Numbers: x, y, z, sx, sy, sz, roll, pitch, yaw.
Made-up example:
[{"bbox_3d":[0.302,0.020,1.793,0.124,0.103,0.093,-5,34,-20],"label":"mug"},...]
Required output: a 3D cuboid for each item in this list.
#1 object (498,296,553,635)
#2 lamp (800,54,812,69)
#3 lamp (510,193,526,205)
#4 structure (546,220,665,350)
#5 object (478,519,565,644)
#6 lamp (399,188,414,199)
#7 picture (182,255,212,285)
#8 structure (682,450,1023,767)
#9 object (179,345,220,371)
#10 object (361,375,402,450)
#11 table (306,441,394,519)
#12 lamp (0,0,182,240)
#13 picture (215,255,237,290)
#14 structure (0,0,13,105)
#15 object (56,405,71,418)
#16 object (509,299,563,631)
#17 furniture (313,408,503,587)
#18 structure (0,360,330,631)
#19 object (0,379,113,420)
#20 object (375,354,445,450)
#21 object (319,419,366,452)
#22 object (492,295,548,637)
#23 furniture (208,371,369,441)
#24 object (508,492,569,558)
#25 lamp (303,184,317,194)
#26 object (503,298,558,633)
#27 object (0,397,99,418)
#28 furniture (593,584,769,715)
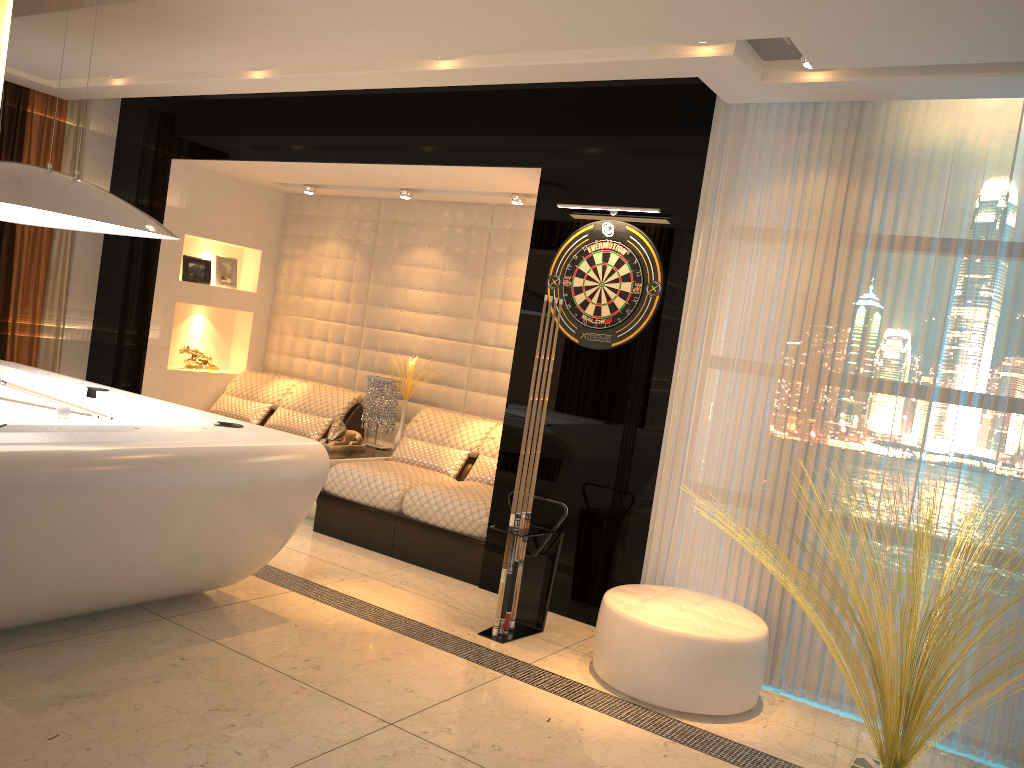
[{"bbox_3d":[0.063,0.387,4.129,0.027,1.605,0.026,8,3,-20],"label":"object"},{"bbox_3d":[1.236,-1.356,3.619,0.107,0.127,0.107,6,3,-39],"label":"lamp"},{"bbox_3d":[0.043,-1.241,5.817,0.107,0.127,0.107,9,3,14],"label":"lamp"},{"bbox_3d":[0.468,-0.510,4.559,0.669,0.669,0.048,10,3,32],"label":"structure"},{"bbox_3d":[0.022,0.934,4.219,0.261,0.508,0.325,10,3,32],"label":"object"},{"bbox_3d":[-0.753,-1.385,6.328,0.107,0.127,0.107,9,3,14],"label":"lamp"},{"bbox_3d":[-2.477,-0.888,6.949,0.090,0.209,0.264,10,3,32],"label":"picture"},{"bbox_3d":[1.342,0.869,3.005,1.275,1.142,1.282,8,3,-11],"label":"structure"},{"bbox_3d":[-2.519,-0.203,7.166,0.124,0.202,0.409,10,3,36],"label":"object"},{"bbox_3d":[-0.979,0.206,6.545,0.247,0.522,0.124,10,3,32],"label":"object"},{"bbox_3d":[-1.189,0.684,6.224,0.608,0.457,1.143,10,3,32],"label":"table"},{"bbox_3d":[-2.240,-1.270,4.055,1.578,0.995,0.939,10,3,32],"label":"lamp"},{"bbox_3d":[-2.320,-0.902,7.186,0.094,0.262,0.211,10,3,32],"label":"picture"},{"bbox_3d":[-1.482,-0.185,1.230,2.180,2.555,0.448,10,3,32],"label":"structure"},{"bbox_3d":[-1.903,0.116,3.762,0.057,0.057,0.057,9,3,2],"label":"object"},{"bbox_3d":[0.114,0.392,4.209,0.027,1.605,0.026,8,3,-20],"label":"object"},{"bbox_3d":[-0.366,0.651,5.710,1.312,0.810,1.107,10,3,32],"label":"furniture"},{"bbox_3d":[-2.498,0.402,4.119,2.912,0.812,1.659,10,3,32],"label":"structure"},{"bbox_3d":[-2.368,0.033,4.342,1.605,0.026,0.028,11,3,37],"label":"object"},{"bbox_3d":[-0.754,0.156,6.344,0.390,0.718,0.388,10,3,24],"label":"object"},{"bbox_3d":[-1.177,0.349,6.160,0.155,0.217,0.344,10,3,32],"label":"object"},{"bbox_3d":[0.037,0.385,4.087,0.027,1.605,0.026,8,3,-20],"label":"object"},{"bbox_3d":[-1.953,0.364,6.728,1.312,0.810,1.107,10,3,32],"label":"furniture"},{"bbox_3d":[0.109,0.693,4.287,0.330,0.297,0.032,10,3,32],"label":"object"},{"bbox_3d":[-1.559,-1.530,6.845,0.107,0.127,0.107,9,3,14],"label":"lamp"},{"bbox_3d":[0.088,0.391,4.169,0.027,1.605,0.026,8,3,-20],"label":"object"},{"bbox_3d":[-2.567,0.018,4.016,1.605,0.026,0.028,9,3,12],"label":"object"},{"bbox_3d":[0.730,1.132,3.865,0.735,0.357,0.735,10,3,34],"label":"furniture"}]
